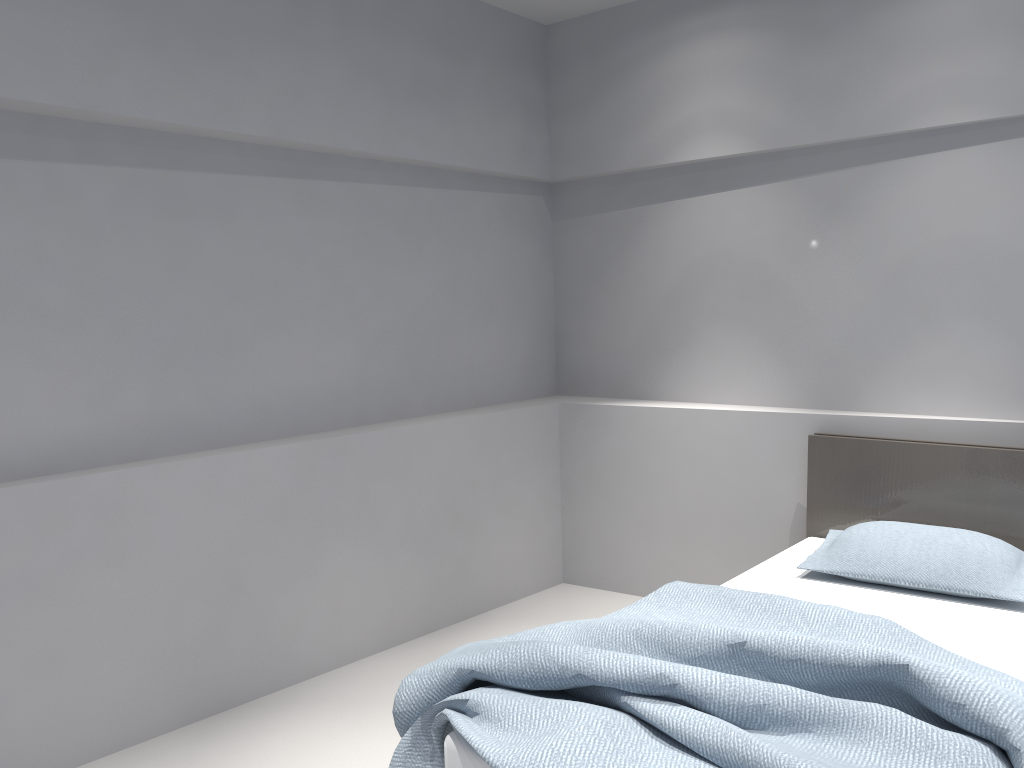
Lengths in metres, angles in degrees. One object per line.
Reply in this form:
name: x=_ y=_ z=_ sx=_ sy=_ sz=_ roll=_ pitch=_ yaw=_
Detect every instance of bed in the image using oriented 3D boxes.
bed: x=0.870 y=0.690 z=2.485 sx=1.411 sy=0.752 sz=2.319 roll=3 pitch=7 yaw=41

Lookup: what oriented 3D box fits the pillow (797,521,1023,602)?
pillow: x=1.385 y=0.575 z=2.978 sx=0.746 sy=0.173 sz=0.417 roll=2 pitch=6 yaw=36
